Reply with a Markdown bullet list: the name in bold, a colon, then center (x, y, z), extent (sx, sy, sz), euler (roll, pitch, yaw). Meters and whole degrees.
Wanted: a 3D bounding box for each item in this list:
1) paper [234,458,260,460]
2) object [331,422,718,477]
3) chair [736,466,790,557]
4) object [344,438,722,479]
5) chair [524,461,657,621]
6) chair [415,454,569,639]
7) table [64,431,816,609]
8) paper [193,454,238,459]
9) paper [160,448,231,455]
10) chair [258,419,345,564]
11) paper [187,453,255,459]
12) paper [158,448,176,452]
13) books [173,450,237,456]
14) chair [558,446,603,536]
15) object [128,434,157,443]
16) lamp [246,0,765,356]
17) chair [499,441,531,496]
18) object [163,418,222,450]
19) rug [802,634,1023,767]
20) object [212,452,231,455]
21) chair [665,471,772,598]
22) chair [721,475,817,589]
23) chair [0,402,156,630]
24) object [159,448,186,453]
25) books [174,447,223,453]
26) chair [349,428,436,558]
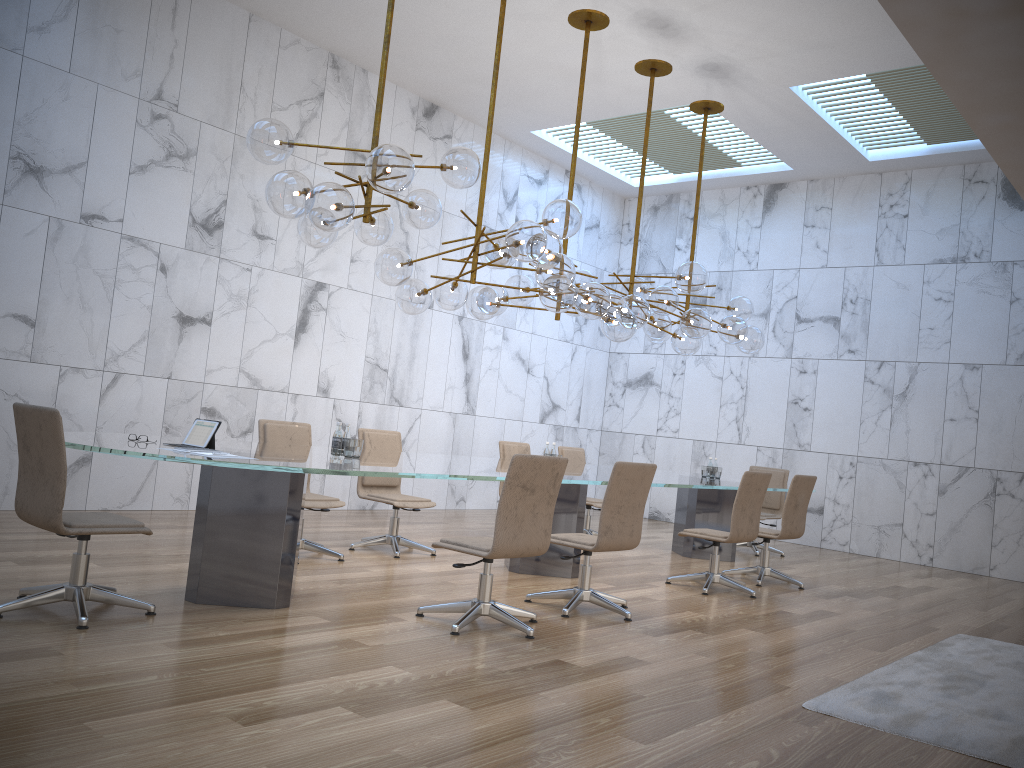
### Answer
- **paper**: center (-1.433, 0.358, 4.385), extent (0.210, 0.001, 0.290), euler (4, -4, 34)
- **object**: center (0.520, 0.621, 7.557), extent (0.124, 0.213, 5.189), euler (4, -4, 40)
- **chair**: center (2.854, 1.467, 10.381), extent (0.726, 1.000, 0.697), euler (4, -4, 40)
- **object**: center (0.544, 0.670, 7.513), extent (0.183, 0.117, 5.112), euler (4, -4, 40)
- **chair**: center (0.538, 0.986, 5.836), extent (0.697, 1.000, 0.726), euler (4, -4, 40)
- **chair**: center (-0.096, 0.879, 5.071), extent (0.697, 1.000, 0.726), euler (4, -4, 40)
- **table**: center (0.271, 1.108, 7.274), extent (2.092, 0.835, 7.924), euler (4, -4, 40)
- **paper**: center (-1.433, 0.357, 4.385), extent (0.210, 0.001, 0.290), euler (4, -3, 32)
- **paper**: center (-1.617, 0.344, 4.526), extent (0.210, 0.001, 0.290), euler (4, -4, 38)
- **chair**: center (-1.615, 0.802, 6.740), extent (0.697, 1.000, 0.726), euler (4, -4, 40)
- **paper**: center (-1.433, 0.357, 4.385), extent (0.210, 0.001, 0.290), euler (4, -3, 33)
- **paper**: center (-1.630, 0.344, 4.528), extent (0.210, 0.001, 0.290), euler (4, -4, 37)
- **books**: center (-1.536, 0.344, 4.448), extent (0.239, 0.012, 0.205), euler (5, -3, 27)
- **chair**: center (0.820, 1.213, 9.673), extent (0.697, 1.000, 0.726), euler (4, -4, 40)
- **object**: center (-2.050, 0.301, 4.926), extent (0.134, 0.037, 0.096), euler (5, -3, 18)
- **lamp**: center (0.492, -1.697, 7.328), extent (1.557, 2.716, 5.672), euler (4, -4, 40)
- **chair**: center (0.185, 1.105, 8.908), extent (0.697, 1.000, 0.726), euler (4, -4, 40)
- **object**: center (-1.760, 0.267, 4.863), extent (0.255, 0.159, 0.205), euler (4, -4, 40)
- **rug**: center (2.773, 1.660, 4.797), extent (1.320, 0.034, 3.025), euler (4, -4, 39)
- **object**: center (-1.447, 0.346, 4.423), extent (0.011, 0.011, 0.158), euler (5, -3, 15)
- **chair**: center (1.714, 1.184, 7.251), extent (0.697, 1.000, 0.726), euler (4, -4, 40)
- **chair**: center (2.344, 1.291, 8.011), extent (0.697, 1.000, 0.726), euler (4, -4, 40)
- **chair**: center (-2.134, 0.626, 4.385), extent (0.726, 1.000, 0.697), euler (4, -4, 40)
- **object**: center (-1.617, 0.345, 4.526), extent (0.210, 0.001, 0.290), euler (4, -4, 38)
- **books**: center (-1.595, 0.336, 4.517), extent (0.126, 0.012, 0.205), euler (4, -4, 37)
- **chair**: center (-0.987, 0.908, 7.495), extent (0.697, 1.000, 0.726), euler (4, -4, 40)
